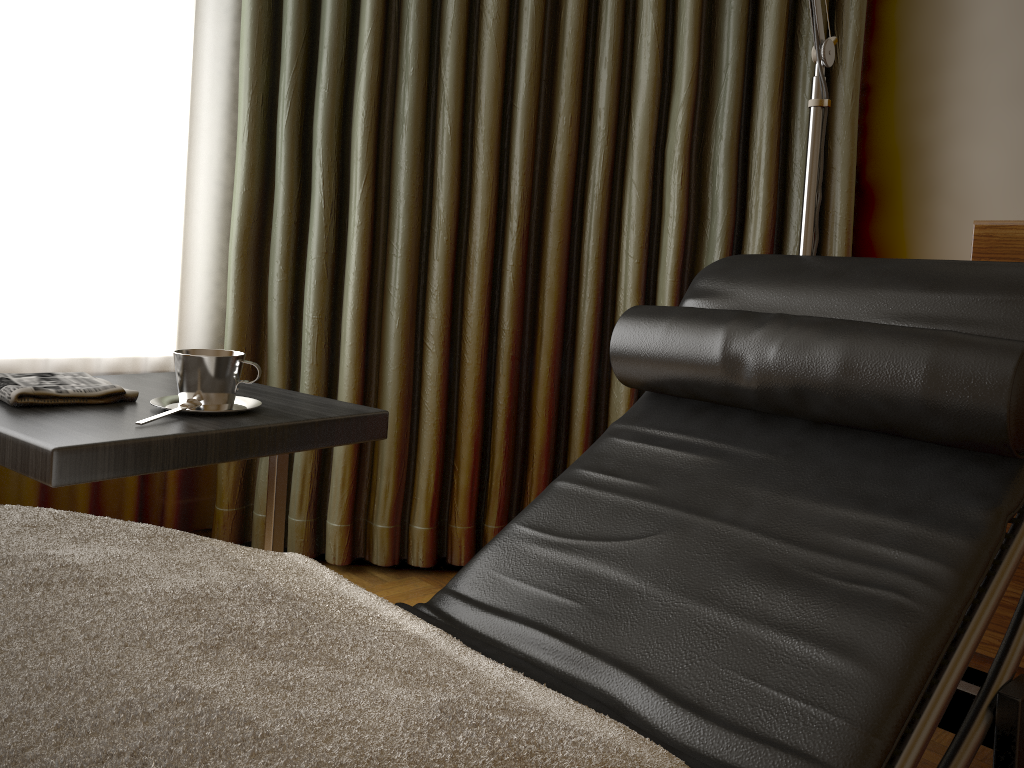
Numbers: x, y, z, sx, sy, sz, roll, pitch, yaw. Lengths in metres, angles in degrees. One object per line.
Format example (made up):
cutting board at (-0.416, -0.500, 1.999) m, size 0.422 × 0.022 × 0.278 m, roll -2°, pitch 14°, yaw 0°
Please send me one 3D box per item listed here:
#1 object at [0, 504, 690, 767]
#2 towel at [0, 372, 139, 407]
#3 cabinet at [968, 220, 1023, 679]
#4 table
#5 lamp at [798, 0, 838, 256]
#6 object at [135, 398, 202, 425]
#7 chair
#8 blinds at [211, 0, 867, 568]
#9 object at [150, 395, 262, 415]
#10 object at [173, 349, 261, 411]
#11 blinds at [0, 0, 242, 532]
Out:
object at (-0.402, 0.398, 0.496) m, size 0.908 × 0.518 × 0.923 m, roll -2°, pitch 8°, yaw -43°
towel at (-0.664, 0.005, 1.291) m, size 0.178 × 0.035 × 0.242 m, roll -2°, pitch 9°, yaw -39°
cabinet at (1.572, 0.222, 1.230) m, size 0.415 × 0.858 × 1.684 m, roll 1°, pitch 6°, yaw -43°
table at (-0.543, 0.044, 1.303) m, size 0.520 × 0.045 × 0.500 m, roll 9°, pitch 9°, yaw 37°
lamp at (0.189, -0.326, 1.074) m, size 1.413 × 1.959 × 0.454 m, roll 1°, pitch 4°, yaw -40°
object at (-0.448, 0.035, 1.152) m, size 0.029 × 0.019 × 0.124 m, roll 5°, pitch 7°, yaw 15°
chair at (0.004, 0.233, 0.842) m, size 1.788 × 0.794 × 0.639 m, roll -2°, pitch 7°, yaw -43°
blinds at (0.075, -0.770, 2.155) m, size 1.532 × 2.444 × 0.225 m, roll 4°, pitch 2°, yaw 2°
object at (-0.432, 0.030, 1.252) m, size 0.150 × 0.009 × 0.151 m, roll -2°, pitch 9°, yaw -38°
object at (-0.425, -0.006, 1.255) m, size 0.110 × 0.078 × 0.098 m, roll -1°, pitch 7°, yaw -42°
blinds at (-1.474, -0.728, 1.485) m, size 2.195 × 2.282 × 0.093 m, roll 0°, pitch 4°, yaw -43°
